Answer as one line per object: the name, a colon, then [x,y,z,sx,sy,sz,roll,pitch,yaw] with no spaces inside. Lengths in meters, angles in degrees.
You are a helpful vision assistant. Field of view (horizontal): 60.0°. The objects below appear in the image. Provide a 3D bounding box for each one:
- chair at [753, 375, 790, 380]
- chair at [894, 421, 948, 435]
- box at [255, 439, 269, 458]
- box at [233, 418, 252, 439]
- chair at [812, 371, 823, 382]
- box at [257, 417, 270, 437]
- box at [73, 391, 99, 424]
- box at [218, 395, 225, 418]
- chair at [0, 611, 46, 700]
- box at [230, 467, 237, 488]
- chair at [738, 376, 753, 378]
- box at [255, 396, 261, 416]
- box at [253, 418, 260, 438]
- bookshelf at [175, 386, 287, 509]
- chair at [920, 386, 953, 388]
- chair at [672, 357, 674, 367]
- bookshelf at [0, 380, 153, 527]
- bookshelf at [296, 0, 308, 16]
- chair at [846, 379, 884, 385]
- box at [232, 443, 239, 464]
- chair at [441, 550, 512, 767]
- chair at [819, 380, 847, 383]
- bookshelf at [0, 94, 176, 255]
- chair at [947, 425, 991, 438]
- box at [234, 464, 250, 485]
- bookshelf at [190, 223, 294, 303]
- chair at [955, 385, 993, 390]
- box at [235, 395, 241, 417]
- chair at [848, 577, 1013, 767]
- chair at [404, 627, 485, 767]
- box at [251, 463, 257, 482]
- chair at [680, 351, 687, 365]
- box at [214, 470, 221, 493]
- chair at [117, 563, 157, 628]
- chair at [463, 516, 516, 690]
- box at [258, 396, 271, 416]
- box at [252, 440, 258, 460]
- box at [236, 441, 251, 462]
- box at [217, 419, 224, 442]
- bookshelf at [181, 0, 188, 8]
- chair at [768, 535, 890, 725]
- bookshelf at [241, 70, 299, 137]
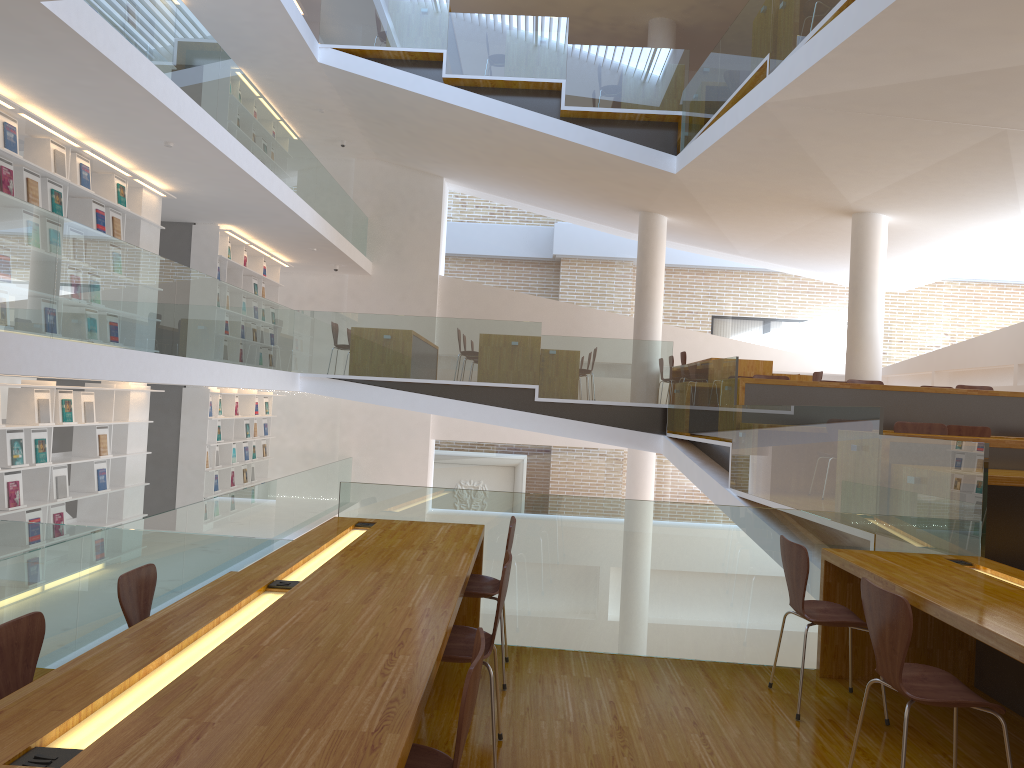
chair: [2.677,0.251,9.054,0.428,0.693,0.381,3,-1,1]
chair: [2.962,0.622,6.295,0.428,0.693,0.381,3,-1,1]
box: [-3.958,0.993,13.837,0.274,0.296,0.245,3,-1,1]
box: [-3.958,0.645,12.944,0.274,0.296,0.245,3,-1,1]
chair: [3.858,0.172,11.710,0.381,0.693,0.428,3,-1,1]
box: [-3.941,0.665,13.831,0.274,0.296,0.245,3,-1,1]
box: [-4.117,1.865,4.642,0.498,3.764,7.125,3,-1,1]
box: [-3.964,0.288,11.714,0.274,0.296,0.245,3,-1,1]
chair: [-1.565,1.170,3.033,0.381,0.693,0.428,3,-1,1]
box: [-4.002,1.288,12.377,0.274,0.296,0.245,3,-1,1]
chair: [2.583,0.266,9.942,0.428,0.693,0.381,3,-1,1]
box: [-3.934,0.326,13.313,0.274,0.296,0.245,3,-1,1]
box: [-3.951,0.653,13.306,0.274,0.296,0.245,3,-1,1]
bookshelf: [-3.912,0.983,12.623,0.498,1.836,2.984,3,-1,1]
chair: [4.671,0.374,9.938,0.428,0.693,0.381,3,-1,1]
chair: [2.369,-0.034,12.362,0.381,0.693,0.428,3,-1,1]
bookshelf: [-4.061,0.861,7.563,0.397,1.836,3.666,3,-1,1]
bookshelf: [-3.596,-5.130,12.762,0.498,1.836,2.984,3,-1,1]
chair: [3.647,0.301,9.034,0.428,0.693,0.381,3,-1,1]
box: [-3.985,0.960,12.399,0.274,0.296,0.245,3,-1,1]
chair: [-0.207,0.925,3.014,0.381,0.693,0.428,3,-1,1]
chair: [3.553,0.316,9.922,0.428,0.693,0.381,3,-1,1]
bookshelf: [-3.904,-1.194,7.609,0.498,1.836,3.666,3,-1,1]
chair: [3.823,0.700,7.619,0.428,0.693,0.381,3,-1,1]
box: [-3.991,1.301,12.942,0.274,0.296,0.245,3,-1,1]
bookshelf: [-3.806,-1.074,12.669,0.498,1.836,2.984,3,-1,1]
chair: [4.751,0.356,8.974,0.428,0.693,0.381,3,-1,1]
box: [-3.949,0.302,12.392,0.274,0.296,0.245,3,-1,1]
chair: [1.336,1.001,2.818,0.381,0.693,0.428,3,-1,1]
chair: [-0.266,0.896,1.896,0.381,0.693,0.428,3,-1,1]
box: [-3.985,1.310,13.300,0.274,0.296,0.245,3,-1,1]
chair: [2.350,-0.057,11.391,0.381,0.693,0.428,3,-1,1]
box: [-4.014,1.272,11.732,0.274,0.296,0.245,3,-1,1]
chair: [-1.546,1.194,4.004,0.381,0.693,0.428,3,-1,1]
chair: [-0.189,0.948,3.985,0.381,0.693,0.428,3,-1,1]
box: [-3.924,0.337,13.838,0.274,0.296,0.245,3,-1,1]
box: [-3.968,0.981,13.288,0.274,0.296,0.245,3,-1,1]
box: [-3.975,0.972,12.936,0.274,0.296,0.245,3,-1,1]
box: [-3.980,0.611,11.731,0.274,0.296,0.245,3,-1,1]
bookshelf: [-3.798,-3.238,7.655,0.498,1.836,3.666,3,-1,1]
chair: [1.355,1.024,3.789,0.381,0.693,0.428,3,-1,1]
bookshelf: [-3.700,-3.118,12.716,0.498,1.836,2.984,3,-1,1]
